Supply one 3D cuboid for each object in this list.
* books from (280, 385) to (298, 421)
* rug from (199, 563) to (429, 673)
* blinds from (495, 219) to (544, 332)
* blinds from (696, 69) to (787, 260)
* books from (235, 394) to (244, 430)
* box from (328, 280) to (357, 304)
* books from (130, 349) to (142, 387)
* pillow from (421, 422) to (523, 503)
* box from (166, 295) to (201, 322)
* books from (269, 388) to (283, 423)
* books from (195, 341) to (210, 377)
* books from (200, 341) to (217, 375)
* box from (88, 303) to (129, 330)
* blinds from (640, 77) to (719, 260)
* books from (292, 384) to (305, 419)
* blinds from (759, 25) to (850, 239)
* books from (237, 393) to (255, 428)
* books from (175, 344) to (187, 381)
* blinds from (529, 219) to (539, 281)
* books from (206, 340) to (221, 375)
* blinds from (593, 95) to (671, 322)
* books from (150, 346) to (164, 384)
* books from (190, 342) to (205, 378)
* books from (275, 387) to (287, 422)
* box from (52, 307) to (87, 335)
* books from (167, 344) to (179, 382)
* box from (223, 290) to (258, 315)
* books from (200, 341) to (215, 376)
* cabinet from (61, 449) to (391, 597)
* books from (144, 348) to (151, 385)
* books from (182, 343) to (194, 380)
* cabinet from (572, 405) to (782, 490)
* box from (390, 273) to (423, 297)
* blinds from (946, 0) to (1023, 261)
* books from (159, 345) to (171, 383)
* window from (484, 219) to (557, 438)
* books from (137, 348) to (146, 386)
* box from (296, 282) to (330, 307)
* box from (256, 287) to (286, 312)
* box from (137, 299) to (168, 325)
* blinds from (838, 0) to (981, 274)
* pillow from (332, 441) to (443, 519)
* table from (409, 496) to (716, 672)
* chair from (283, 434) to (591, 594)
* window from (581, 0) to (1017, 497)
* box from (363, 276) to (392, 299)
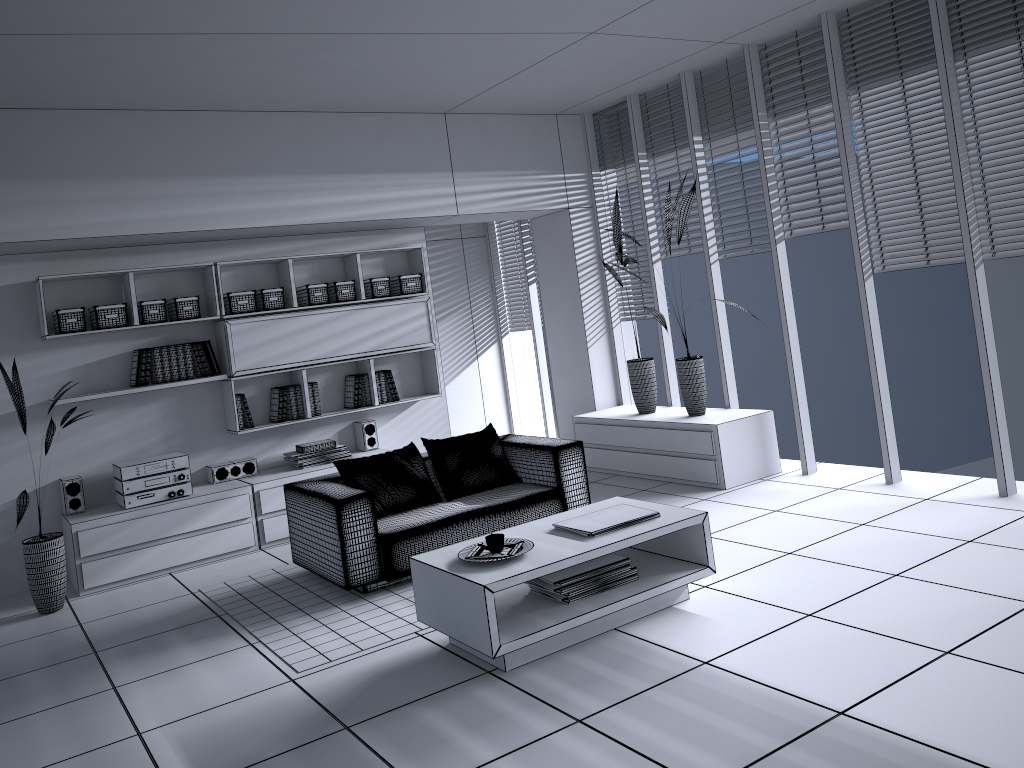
[{"bbox_3d":[-1.697,0.142,6.706,0.050,0.259,0.206,-7,1,-32],"label":"books"},{"bbox_3d":[-0.462,1.054,5.120,2.248,0.001,1.790,-11,6,-32],"label":"rug"},{"bbox_3d":[0.030,-1.503,9.260,0.039,1.904,0.632,-7,-1,-32],"label":"blinds"},{"bbox_3d":[1.693,-1.634,6.567,0.057,1.357,0.632,-7,-1,-32],"label":"blinds"},{"bbox_3d":[-2.038,0.208,6.494,0.050,0.259,0.206,-7,1,-32],"label":"books"},{"bbox_3d":[-1.368,-0.724,6.981,0.180,0.162,0.279,-9,4,-32],"label":"box"},{"bbox_3d":[-2.625,-0.109,6.150,0.073,0.258,0.206,-7,1,-33],"label":"books"},{"bbox_3d":[-0.263,0.489,5.652,0.570,0.398,0.298,-10,2,-35],"label":"pillow"},{"bbox_3d":[-2.360,-0.538,6.336,0.180,0.162,0.279,-9,4,-32],"label":"box"},{"bbox_3d":[-1.778,0.158,6.649,0.075,0.260,0.206,-7,1,-32],"label":"books"},{"bbox_3d":[-2.264,-0.179,6.390,0.075,0.260,0.206,-7,1,-32],"label":"books"},{"bbox_3d":[-2.226,-0.188,6.429,0.073,0.258,0.206,-7,1,-32],"label":"books"},{"bbox_3d":[-2.775,-0.459,6.066,0.213,0.162,0.280,-9,4,-32],"label":"box"},{"bbox_3d":[1.338,-1.716,7.110,0.051,1.367,0.632,-7,-1,-32],"label":"blinds"},{"bbox_3d":[-1.654,0.134,6.734,0.050,0.259,0.206,-7,1,-32],"label":"books"},{"bbox_3d":[2.029,-1.715,6.029,0.039,1.378,0.632,-7,-1,-32],"label":"blinds"},{"bbox_3d":[-1.983,0.198,6.528,0.075,0.260,0.206,-7,1,-32],"label":"books"},{"bbox_3d":[-2.391,-0.156,6.314,0.050,0.259,0.206,-7,1,-32],"label":"books"},{"bbox_3d":[0.345,-1.727,8.726,0.039,1.378,0.632,-7,-1,-32],"label":"blinds"},{"bbox_3d":[-2.193,-0.191,6.421,0.073,0.258,0.206,-7,1,-33],"label":"books"},{"bbox_3d":[1.023,-1.492,7.644,0.057,1.884,0.632,-7,-1,-32],"label":"blinds"},{"bbox_3d":[-2.520,-0.131,6.228,0.050,0.259,0.206,-7,1,-32],"label":"books"},{"bbox_3d":[-2.291,-0.174,6.373,0.075,0.260,0.206,-7,1,-32],"label":"books"},{"bbox_3d":[-1.751,0.153,6.667,0.075,0.260,0.206,-7,1,-33],"label":"books"},{"bbox_3d":[-2.979,-0.421,5.933,0.175,0.162,0.279,-9,3,-32],"label":"box"},{"bbox_3d":[-2.430,-0.148,6.280,0.050,0.259,0.206,-7,1,-32],"label":"books"},{"bbox_3d":[-2.035,-0.599,6.546,0.213,0.162,0.280,-9,4,-32],"label":"box"},{"bbox_3d":[-2.235,-0.182,6.404,0.073,0.258,0.206,-7,1,-32],"label":"books"},{"bbox_3d":[-1.906,0.918,6.303,2.286,0.450,0.571,-11,4,-33],"label":"cabinet"},{"bbox_3d":[-2.575,-0.121,6.189,0.075,0.260,0.206,-7,1,-33],"label":"books"},{"bbox_3d":[-2.346,-0.164,6.340,0.050,0.259,0.206,-7,1,-32],"label":"books"},{"bbox_3d":[1.214,0.456,6.881,0.601,0.449,1.668,-9,5,-32],"label":"cabinet"},{"bbox_3d":[-0.891,-0.814,7.291,0.218,0.162,0.279,-9,4,-32],"label":"box"},{"bbox_3d":[2.812,-1.552,4.829,0.047,1.691,0.709,-7,-1,-32],"label":"blinds"},{"bbox_3d":[-2.477,-0.140,6.256,0.050,0.259,0.206,-7,1,-32],"label":"books"},{"bbox_3d":[0.036,-0.901,9.200,0.101,3.130,0.683,-7,-1,-32],"label":"window"},{"bbox_3d":[-2.601,-0.116,6.171,0.075,0.260,0.206,-7,1,-32],"label":"books"},{"bbox_3d":[-1.554,-0.689,6.860,0.180,0.162,0.279,-9,4,-32],"label":"box"},{"bbox_3d":[-1.845,-0.634,6.670,0.176,0.162,0.279,-9,3,-32],"label":"box"},{"bbox_3d":[-2.549,-0.502,6.213,0.176,0.162,0.279,-9,3,-32],"label":"box"},{"bbox_3d":[2.432,-1.553,5.424,0.047,1.691,0.709,-7,-1,-32],"label":"blinds"},{"bbox_3d":[-0.745,0.602,5.336,0.571,0.389,0.338,-10,2,-35],"label":"pillow"},{"bbox_3d":[0.244,0.869,3.959,1.209,0.389,0.647,-10,4,-32],"label":"table"},{"bbox_3d":[-0.422,0.744,5.389,1.661,0.552,0.955,-10,4,-32],"label":"chair"},{"bbox_3d":[2.325,-0.887,5.555,0.101,3.122,5.477,-7,2,-32],"label":"window"},{"bbox_3d":[-1.115,-0.772,7.145,0.180,0.162,0.279,-9,4,-32],"label":"box"}]
